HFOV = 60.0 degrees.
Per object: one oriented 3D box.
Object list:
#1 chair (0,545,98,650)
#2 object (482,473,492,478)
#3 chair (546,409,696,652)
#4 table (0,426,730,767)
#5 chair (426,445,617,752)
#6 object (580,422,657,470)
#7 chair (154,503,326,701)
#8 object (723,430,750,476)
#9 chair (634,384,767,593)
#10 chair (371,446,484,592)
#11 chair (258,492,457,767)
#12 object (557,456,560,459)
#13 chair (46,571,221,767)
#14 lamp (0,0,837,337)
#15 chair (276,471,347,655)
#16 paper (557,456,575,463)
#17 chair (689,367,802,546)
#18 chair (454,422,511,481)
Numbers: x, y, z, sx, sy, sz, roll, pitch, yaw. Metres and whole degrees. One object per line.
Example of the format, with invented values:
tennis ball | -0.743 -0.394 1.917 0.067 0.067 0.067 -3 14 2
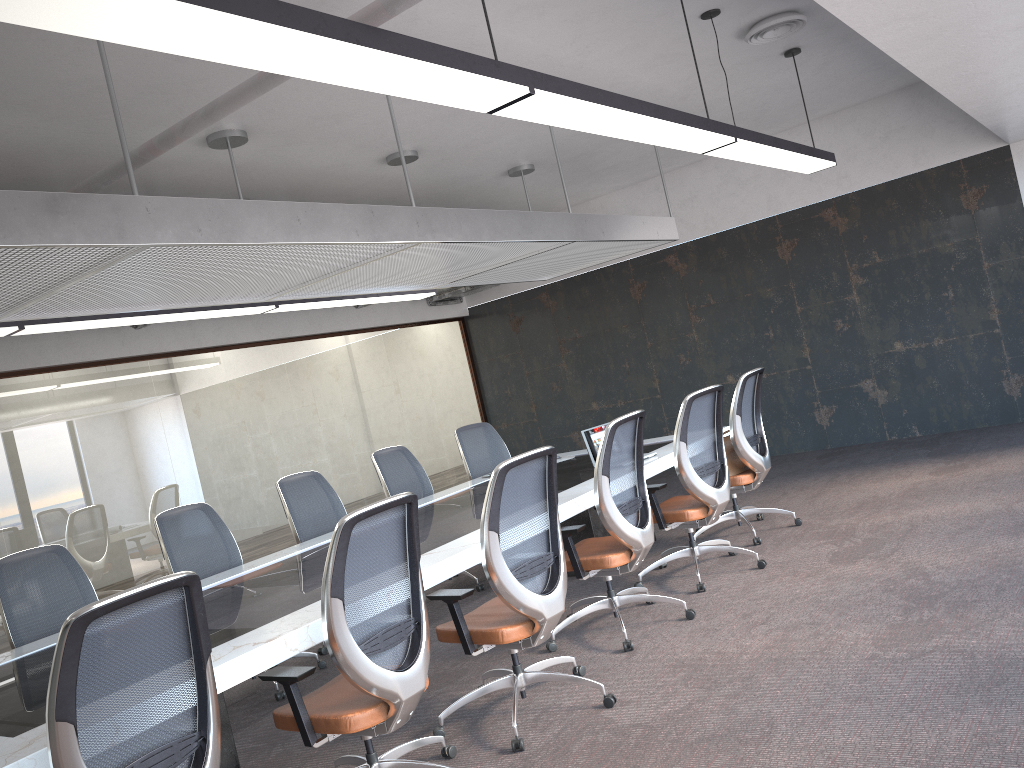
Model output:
chair | -2.212 1.401 4.611 0.828 1.166 0.789 -13 0 0
object | -0.154 0.726 7.146 0.126 0.026 0.161 -13 0 -40
chair | 0.461 0.781 4.858 0.828 1.166 0.789 -13 0 0
table | -0.564 1.227 5.118 1.898 0.745 5.498 -13 0 36
chair | -0.066 0.908 3.955 0.828 1.166 0.789 -13 0 6
object | 0.721 0.399 5.981 0.366 0.277 0.308 -13 0 -44
chair | -1.673 1.272 5.380 0.828 1.166 0.789 -13 0 0
object | 1.575 0.484 6.374 0.378 0.308 0.138 -13 0 -43
chair | 1.054 0.641 5.589 0.828 1.166 0.789 -13 0 10
chair | -0.595 1.015 6.917 0.828 1.166 0.789 -13 0 0
chair | -0.618 1.039 3.320 0.828 1.166 0.789 -13 0 0
object | 0.304 0.616 7.255 0.200 0.036 0.049 -13 0 -17
chair | -1.157 1.167 2.552 0.828 1.166 0.789 -13 0 0
lamp | -1.091 -1.244 5.181 4.126 0.908 6.097 -13 0 36
chair | -1.134 1.144 6.149 0.828 1.166 0.789 -13 0 0
paper | 0.261 0.610 7.176 0.379 0.069 0.348 -13 0 -29
chair | 1.539 0.524 6.396 0.828 1.166 0.789 -13 0 0
chair | -0.017 0.878 7.655 0.828 1.166 0.789 -13 0 15
